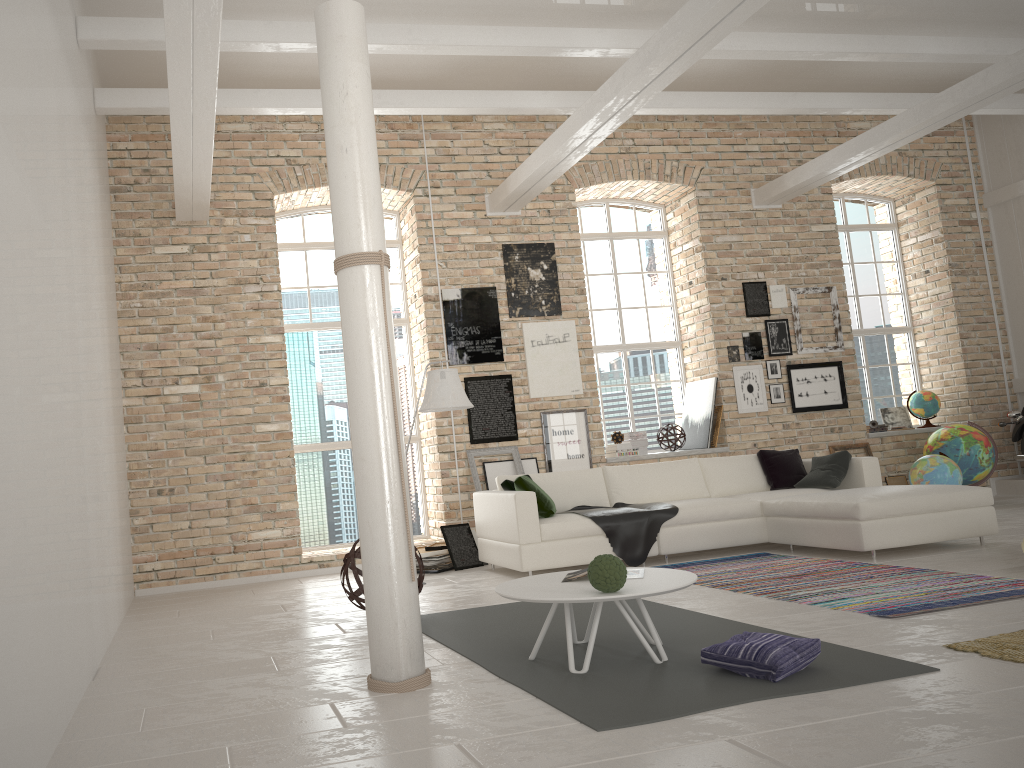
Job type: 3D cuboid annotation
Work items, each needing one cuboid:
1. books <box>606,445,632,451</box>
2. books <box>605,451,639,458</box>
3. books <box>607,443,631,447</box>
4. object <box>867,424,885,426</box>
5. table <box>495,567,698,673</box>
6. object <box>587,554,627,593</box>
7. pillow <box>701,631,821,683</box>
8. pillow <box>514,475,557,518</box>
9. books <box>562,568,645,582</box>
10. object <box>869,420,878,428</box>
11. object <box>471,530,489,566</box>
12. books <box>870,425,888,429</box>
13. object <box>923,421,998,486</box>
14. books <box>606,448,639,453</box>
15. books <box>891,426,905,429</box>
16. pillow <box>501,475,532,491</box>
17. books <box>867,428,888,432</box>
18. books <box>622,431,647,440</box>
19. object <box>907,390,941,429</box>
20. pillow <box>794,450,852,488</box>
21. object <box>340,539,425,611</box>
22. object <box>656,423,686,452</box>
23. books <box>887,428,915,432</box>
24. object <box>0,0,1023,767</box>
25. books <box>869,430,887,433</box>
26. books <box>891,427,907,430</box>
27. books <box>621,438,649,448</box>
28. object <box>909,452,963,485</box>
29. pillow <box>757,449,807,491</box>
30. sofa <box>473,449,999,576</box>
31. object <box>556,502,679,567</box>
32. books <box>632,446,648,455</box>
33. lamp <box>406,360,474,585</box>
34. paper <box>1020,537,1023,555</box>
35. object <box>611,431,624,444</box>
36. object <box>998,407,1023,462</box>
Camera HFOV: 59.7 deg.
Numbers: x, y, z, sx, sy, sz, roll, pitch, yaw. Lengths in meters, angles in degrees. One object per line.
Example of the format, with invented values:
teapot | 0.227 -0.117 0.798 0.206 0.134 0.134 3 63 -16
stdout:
books | 1.130 0.683 9.467 0.192 0.041 0.205 -2 -5 -31
books | 1.169 0.745 9.454 0.266 0.048 0.227 -4 -5 -20
books | 1.133 0.648 9.471 0.174 0.030 0.185 -3 -5 -28
object | 4.162 0.483 10.291 0.207 0.021 0.164 -4 -5 -16
table | 0.394 1.078 4.087 0.910 0.343 0.911 -5 -5 -3
object | 0.404 0.801 3.766 0.150 0.164 0.175 -1 -7 -41
pillow | 0.999 1.099 3.581 0.330 0.164 0.378 -1 -6 -41
pillow | 0.186 0.905 7.215 0.312 0.344 0.406 -6 -5 7
books | 0.436 0.892 4.258 0.386 0.048 0.295 -6 -5 13
object | 4.187 0.465 10.319 0.099 0.090 0.453 -8 -5 23
object | -0.378 1.498 8.062 0.252 0.332 0.166 -2 -7 -38
books | 4.163 0.506 10.301 0.247 0.026 0.211 -3 -5 -21
object | 4.799 0.868 9.548 0.611 0.925 0.698 -1 -7 -41
books | 1.168 0.709 9.459 0.260 0.024 0.227 -4 -5 -20
books | 4.403 0.495 10.162 0.124 0.013 0.109 -1 -6 -41
pillow | 0.119 0.949 7.492 0.332 0.366 0.387 -9 -6 29
books | 4.157 0.532 10.294 0.246 0.030 0.210 -4 -5 -17
books | 1.304 0.572 9.820 0.285 0.085 0.243 -2 -6 -36
object | 4.882 0.293 10.530 0.322 0.466 0.336 -5 -5 -12
pillow | 2.691 0.743 7.719 0.324 0.306 0.437 -3 -6 -28
object | -0.834 1.228 5.774 0.502 0.544 0.580 -1 -7 -41
object | 1.716 0.577 9.611 0.290 0.308 0.321 -3 -6 -26
books | 4.424 0.522 10.148 0.220 0.022 0.182 -4 -5 -16
object | 2.800 -1.315 4.710 9.799 4.806 12.248 -4 -5 -17
books | 4.161 0.557 10.288 0.248 0.025 0.208 -4 -5 -15
books | 4.411 0.507 10.154 0.099 0.014 0.142 -2 -6 -36
books | 1.319 0.656 9.820 0.227 0.088 0.331 -3 -5 -23
object | 4.108 0.980 8.625 0.471 0.632 0.424 -8 -6 23
pillow | 2.479 0.776 8.107 0.414 0.391 0.249 -4 -6 -15
sofa | 1.591 1.014 7.133 3.176 0.843 2.239 -4 -5 -16
object | 0.834 1.227 7.305 0.863 0.465 0.803 -4 -5 -18
books | 1.328 0.739 9.811 0.232 0.088 0.324 -4 -5 -13
lamp | -0.749 0.722 7.233 1.045 1.778 0.431 -8 -6 19
paper | 3.739 0.907 5.245 1.132 0.265 1.369 -9 -6 38
object | 1.128 0.573 9.533 0.146 0.137 0.139 -7 -5 10
object | 6.043 0.315 9.174 0.778 1.331 2.262 -3 -5 -24
